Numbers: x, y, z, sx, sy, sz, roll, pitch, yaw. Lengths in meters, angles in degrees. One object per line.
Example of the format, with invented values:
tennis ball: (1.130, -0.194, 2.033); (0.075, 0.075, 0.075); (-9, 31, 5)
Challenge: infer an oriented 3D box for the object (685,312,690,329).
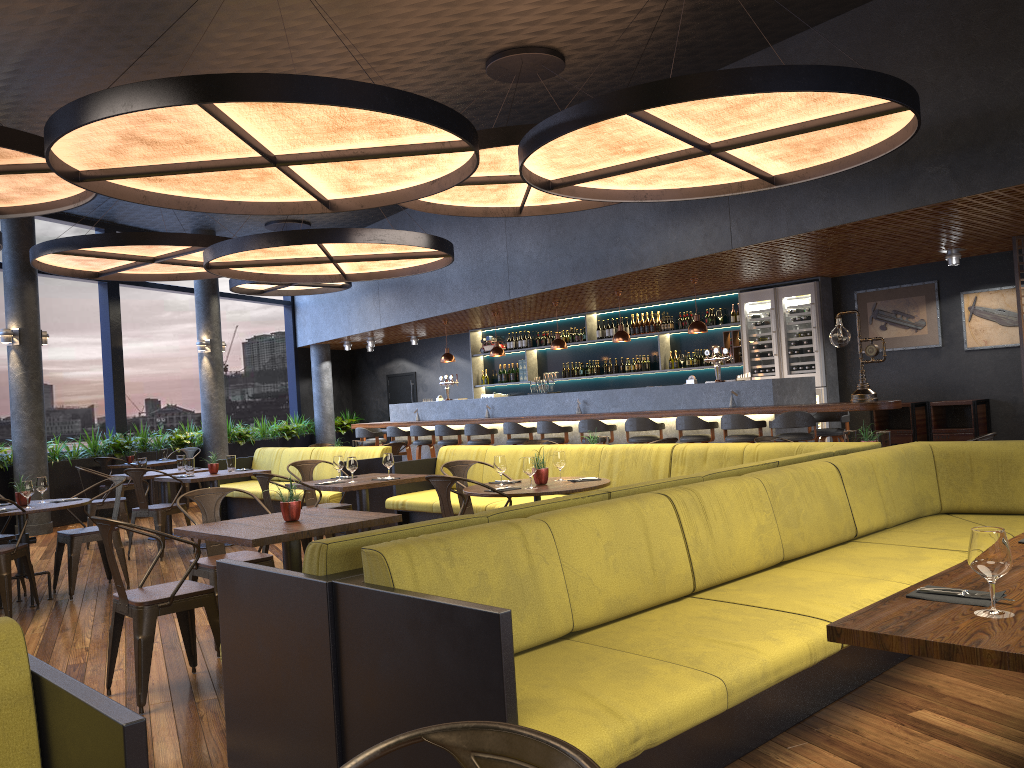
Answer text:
object: (2.611, -0.948, 13.190); (0.063, 0.254, 0.063); (-4, -1, 18)

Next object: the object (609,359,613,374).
object: (1.590, -0.284, 14.300); (0.063, 0.254, 0.063); (-4, -1, -7)

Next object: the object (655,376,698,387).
object: (1.983, -0.032, 11.236); (0.200, 0.106, 0.766); (-3, -1, -44)

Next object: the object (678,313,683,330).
object: (2.522, -0.941, 13.273); (0.063, 0.254, 0.063); (-5, -1, 43)

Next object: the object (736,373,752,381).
object: (2.726, -0.086, 10.428); (0.177, 0.091, 0.091); (-4, -1, 21)

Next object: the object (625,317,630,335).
object: (1.839, -0.910, 14.162); (0.085, 0.310, 0.086); (-4, -1, -3)

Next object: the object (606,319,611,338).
object: (1.557, -0.890, 14.321); (0.085, 0.310, 0.086); (-3, -1, -10)

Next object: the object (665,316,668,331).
object: (2.348, -0.912, 13.471); (0.056, 0.227, 0.056); (-4, -1, 23)

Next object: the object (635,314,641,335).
object: (1.969, -0.934, 13.873); (0.084, 0.330, 0.084); (-3, -1, -37)

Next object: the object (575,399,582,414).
object: (0.909, 0.303, 12.068); (0.114, 0.203, 0.069); (-4, -1, 35)

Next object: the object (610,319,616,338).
object: (1.619, -0.895, 14.252); (0.085, 0.310, 0.086); (-3, -1, -16)

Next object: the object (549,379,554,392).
object: (0.566, 0.036, 12.877); (0.105, 0.209, 0.105); (-3, -1, -9)

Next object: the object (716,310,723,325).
object: (3.002, -0.956, 12.812); (0.097, 0.206, 0.097); (-4, -1, 15)

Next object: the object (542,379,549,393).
object: (0.487, 0.039, 12.793); (0.105, 0.209, 0.105); (-3, -1, -9)

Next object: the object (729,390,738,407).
object: (2.573, 0.167, 10.333); (0.114, 0.203, 0.069); (-3, -1, -9)

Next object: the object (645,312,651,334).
object: (2.100, -0.945, 13.728); (0.084, 0.330, 0.084); (-3, -1, -37)

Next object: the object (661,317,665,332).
object: (2.306, -0.909, 13.515); (0.056, 0.227, 0.056); (-4, -1, 8)

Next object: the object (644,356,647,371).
object: (2.099, -0.321, 13.989); (0.063, 0.254, 0.063); (-3, -1, -17)

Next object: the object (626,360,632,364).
object: (1.874, -0.280, 14.212); (0.097, 0.206, 0.097); (-3, -1, -12)

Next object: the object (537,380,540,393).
object: (0.405, 0.049, 13.040); (0.105, 0.209, 0.105); (-3, -1, -9)

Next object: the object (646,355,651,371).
object: (2.137, -0.326, 13.879); (0.063, 0.254, 0.063); (-4, -1, 18)

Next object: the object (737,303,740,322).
object: (3.242, -1.010, 12.640); (0.079, 0.281, 0.079); (-4, -1, 15)

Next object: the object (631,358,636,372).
object: (1.920, -0.295, 14.004); (0.088, 0.224, 0.088); (-3, -1, -29)

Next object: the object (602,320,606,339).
object: (1.507, -0.883, 14.504); (0.085, 0.310, 0.086); (-3, -1, -29)

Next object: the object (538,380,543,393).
object: (0.437, 0.045, 12.921); (0.105, 0.209, 0.105); (-3, -1, -9)

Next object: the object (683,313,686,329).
object: (2.598, -0.945, 13.338); (0.063, 0.254, 0.063); (-4, -1, 8)

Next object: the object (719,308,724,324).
object: (3.052, -0.980, 12.939); (0.063, 0.254, 0.063); (-3, -1, -36)

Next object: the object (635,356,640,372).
object: (1.958, -0.314, 13.876); (0.063, 0.254, 0.063); (-4, -1, 39)

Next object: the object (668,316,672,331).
object: (2.391, -0.916, 13.427); (0.056, 0.227, 0.056); (-4, -1, 33)

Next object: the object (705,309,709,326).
object: (2.865, -0.968, 12.983); (0.063, 0.254, 0.063); (-4, -1, -2)

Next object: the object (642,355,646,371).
object: (2.053, -0.322, 13.812); (0.063, 0.254, 0.063); (-3, -1, -37)

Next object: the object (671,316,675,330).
object: (2.434, -0.918, 13.469); (0.056, 0.227, 0.056); (-3, -1, -42)

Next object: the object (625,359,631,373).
object: (1.846, -0.289, 14.081); (0.088, 0.224, 0.088); (-4, -1, 16)

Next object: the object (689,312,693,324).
object: (2.679, -0.951, 13.256); (0.063, 0.254, 0.063); (-4, -1, 33)

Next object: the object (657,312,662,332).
object: (2.277, -0.956, 13.727); (0.084, 0.330, 0.084); (-3, -1, -37)

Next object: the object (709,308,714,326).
object: (2.886, -0.971, 12.873); (0.063, 0.254, 0.063); (-3, -1, -16)

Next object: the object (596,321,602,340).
object: (1.419, -0.879, 14.460); (0.085, 0.310, 0.086); (-3, -1, -16)

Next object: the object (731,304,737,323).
object: (3.176, -1.005, 12.708); (0.079, 0.281, 0.079); (-3, -1, -35)

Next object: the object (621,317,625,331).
object: (1.754, -0.906, 14.114); (0.085, 0.310, 0.086); (-3, -1, -10)

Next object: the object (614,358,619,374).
object: (1.688, -0.289, 14.358); (0.063, 0.254, 0.063); (-4, -1, 18)

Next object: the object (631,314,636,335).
object: (1.904, -0.929, 13.939); (0.084, 0.330, 0.084); (-3, -1, -37)

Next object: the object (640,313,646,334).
object: (2.033, -0.940, 13.805); (0.084, 0.330, 0.084); (-3, -1, -37)

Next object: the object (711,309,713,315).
object: (2.943, -0.971, 13.048); (0.063, 0.254, 0.063); (-3, -1, -16)

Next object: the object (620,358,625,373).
object: (1.776, -0.296, 14.277); (0.063, 0.254, 0.063); (-4, -1, 4)

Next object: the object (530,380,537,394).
object: (0.319, 0.053, 12.974); (0.105, 0.209, 0.105); (-3, -1, -9)

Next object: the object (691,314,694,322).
object: (2.702, -0.932, 13.104); (0.097, 0.206, 0.097); (-4, -1, 15)

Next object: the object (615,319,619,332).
object: (1.706, -0.900, 14.297); (0.085, 0.310, 0.086); (-3, -1, -33)

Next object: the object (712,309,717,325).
object: (2.949, -0.973, 12.954); (0.063, 0.254, 0.063); (-4, -1, 9)

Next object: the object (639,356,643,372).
object: (2.027, -0.317, 13.944); (0.063, 0.254, 0.063); (-3, -1, -16)

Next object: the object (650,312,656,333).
object: (2.168, -0.951, 13.660); (0.084, 0.330, 0.084); (-3, -1, -37)

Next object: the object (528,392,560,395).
object: (0.466, 0.138, 12.935); (0.273, 0.019, 0.437); (-3, -1, -44)

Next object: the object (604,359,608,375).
object: (1.521, -0.278, 14.373); (0.063, 0.254, 0.063); (-4, -1, 18)
